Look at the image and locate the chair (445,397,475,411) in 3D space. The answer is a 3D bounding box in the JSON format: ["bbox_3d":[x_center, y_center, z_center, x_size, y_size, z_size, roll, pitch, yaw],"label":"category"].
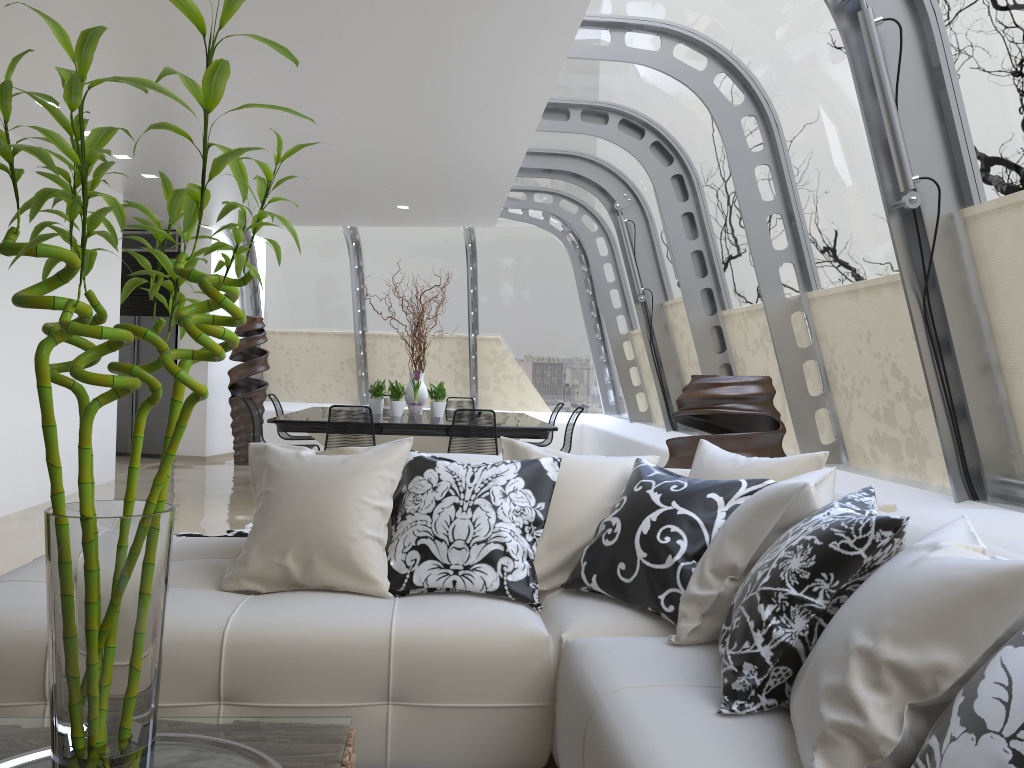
[{"bbox_3d":[-0.618,0.424,10.628,0.446,0.519,0.688,2,0,-5],"label":"chair"}]

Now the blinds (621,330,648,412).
[{"bbox_3d":[1.493,0.460,10.823,0.663,2.118,1.829,2,0,-5],"label":"blinds"}]

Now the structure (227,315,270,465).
[{"bbox_3d":[-3.248,0.083,10.913,0.498,1.843,0.493,2,0,6],"label":"structure"}]

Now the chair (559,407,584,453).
[{"bbox_3d":[0.331,0.472,8.584,0.688,0.519,0.446,2,0,-5],"label":"chair"}]

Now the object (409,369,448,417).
[{"bbox_3d":[-0.815,0.093,8.925,0.417,0.476,0.238,2,0,23],"label":"object"}]

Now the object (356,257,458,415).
[{"bbox_3d":[-1.119,-0.459,9.075,1.031,1.549,1.135,2,0,-13],"label":"object"}]

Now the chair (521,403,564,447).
[{"bbox_3d":[0.216,0.458,9.855,0.688,0.519,0.446,2,0,-5],"label":"chair"}]

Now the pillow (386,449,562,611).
[{"bbox_3d":[-0.164,0.474,2.969,0.604,0.471,0.394,2,0,11],"label":"pillow"}]

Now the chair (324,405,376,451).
[{"bbox_3d":[-1.331,0.425,7.422,0.446,0.519,0.688,2,0,-5],"label":"chair"}]

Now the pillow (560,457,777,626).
[{"bbox_3d":[0.480,0.508,2.831,0.405,0.483,0.599,2,1,-37],"label":"pillow"}]

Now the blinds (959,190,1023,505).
[{"bbox_3d":[2.030,-0.086,2.964,0.387,1.214,1.376,2,0,-5],"label":"blinds"}]

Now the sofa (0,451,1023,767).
[{"bbox_3d":[-0.042,0.737,1.797,3.257,0.866,4.169,2,0,-5],"label":"sofa"}]

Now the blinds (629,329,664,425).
[{"bbox_3d":[1.504,-0.057,9.090,0.329,1.027,1.430,2,0,-5],"label":"blinds"}]

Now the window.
[{"bbox_3d":[-5.460,-0.482,5.855,16.693,3.674,16.171,2,0,1],"label":"window"}]

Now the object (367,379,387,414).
[{"bbox_3d":[-1.390,0.123,9.174,0.215,0.369,0.284,2,1,33],"label":"object"}]

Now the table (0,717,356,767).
[{"bbox_3d":[-0.797,0.934,1.481,1.007,0.448,0.923,2,0,-5],"label":"table"}]

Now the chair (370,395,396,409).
[{"bbox_3d":[-1.539,0.394,10.545,0.446,0.519,0.688,2,0,-5],"label":"chair"}]

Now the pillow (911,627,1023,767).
[{"bbox_3d":[0.769,0.507,1.230,0.383,0.463,0.606,2,0,14],"label":"pillow"}]

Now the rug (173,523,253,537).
[{"bbox_3d":[-0.975,1.103,5.656,3.220,0.008,2.705,2,0,-5],"label":"rug"}]

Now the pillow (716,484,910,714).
[{"bbox_3d":[0.690,0.490,2.102,0.382,0.467,0.608,2,0,14],"label":"pillow"}]

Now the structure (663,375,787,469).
[{"bbox_3d":[1.095,0.580,4.575,0.672,1.258,0.674,2,0,-28],"label":"structure"}]

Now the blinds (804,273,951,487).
[{"bbox_3d":[1.918,-0.007,4.490,0.329,1.027,1.430,2,0,-5],"label":"blinds"}]

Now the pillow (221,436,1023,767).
[{"bbox_3d":[0.546,0.473,2.190,1.656,0.530,3.322,2,1,-35],"label":"pillow"}]

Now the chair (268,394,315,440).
[{"bbox_3d":[-2.288,0.376,9.629,0.688,0.519,0.446,2,0,-5],"label":"chair"}]

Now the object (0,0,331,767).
[{"bbox_3d":[-0.639,-0.046,1.506,0.673,1.546,0.584,2,1,34],"label":"object"}]

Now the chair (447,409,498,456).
[{"bbox_3d":[-0.337,0.458,7.512,0.446,0.519,0.688,2,0,-5],"label":"chair"}]

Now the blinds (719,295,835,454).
[{"bbox_3d":[1.780,-0.024,6.024,0.329,1.027,1.430,2,0,-5],"label":"blinds"}]

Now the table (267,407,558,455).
[{"bbox_3d":[-0.977,0.701,9.057,2.494,0.759,3.031,2,0,-5],"label":"table"}]

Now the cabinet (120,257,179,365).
[{"bbox_3d":[-5.279,-0.354,11.756,2.252,2.558,0.831,2,0,9],"label":"cabinet"}]

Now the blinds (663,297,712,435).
[{"bbox_3d":[1.617,-0.135,7.551,0.387,1.214,1.376,2,0,-5],"label":"blinds"}]

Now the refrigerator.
[{"bbox_3d":[-4.746,0.007,11.373,1.006,1.742,0.234,2,0,8],"label":"refrigerator"}]

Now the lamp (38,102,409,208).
[{"bbox_3d":[-5.470,-1.935,3.902,9.775,0.004,9.928,2,0,-4],"label":"lamp"}]

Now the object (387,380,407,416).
[{"bbox_3d":[-1.145,0.134,8.762,0.215,0.369,0.284,2,1,28],"label":"object"}]

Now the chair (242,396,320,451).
[{"bbox_3d":[-2.174,0.390,8.358,0.688,0.519,0.446,2,0,-5],"label":"chair"}]
